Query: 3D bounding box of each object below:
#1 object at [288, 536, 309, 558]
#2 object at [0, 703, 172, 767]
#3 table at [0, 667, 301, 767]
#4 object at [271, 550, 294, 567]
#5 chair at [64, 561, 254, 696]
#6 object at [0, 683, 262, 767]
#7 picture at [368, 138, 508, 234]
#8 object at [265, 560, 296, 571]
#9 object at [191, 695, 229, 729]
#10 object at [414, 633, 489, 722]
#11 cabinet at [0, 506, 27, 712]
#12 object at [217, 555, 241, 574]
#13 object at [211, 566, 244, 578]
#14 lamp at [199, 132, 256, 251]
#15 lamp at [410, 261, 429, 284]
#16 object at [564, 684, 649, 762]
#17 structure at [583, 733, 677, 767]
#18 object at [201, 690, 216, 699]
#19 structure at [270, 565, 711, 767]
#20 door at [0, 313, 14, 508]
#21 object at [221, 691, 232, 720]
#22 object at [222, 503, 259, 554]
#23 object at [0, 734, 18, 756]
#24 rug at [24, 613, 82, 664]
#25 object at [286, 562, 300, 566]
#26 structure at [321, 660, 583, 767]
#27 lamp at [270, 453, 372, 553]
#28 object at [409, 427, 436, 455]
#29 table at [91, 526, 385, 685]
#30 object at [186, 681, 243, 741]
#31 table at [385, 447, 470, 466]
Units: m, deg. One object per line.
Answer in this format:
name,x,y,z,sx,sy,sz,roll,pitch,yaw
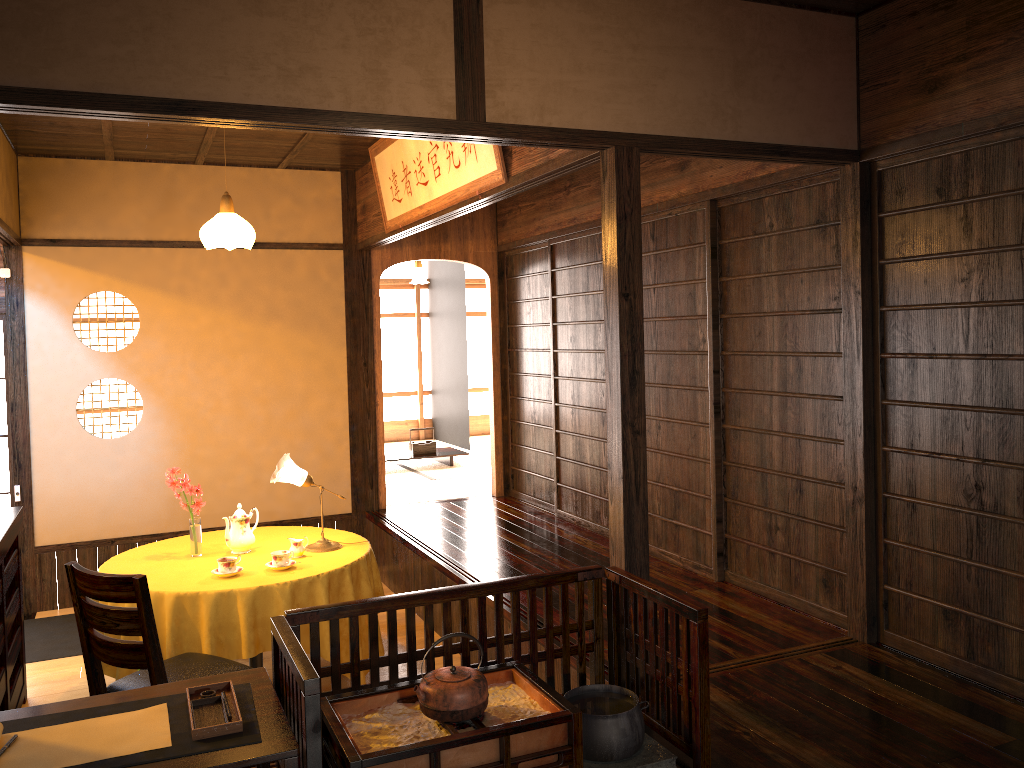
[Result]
object,-1.069,0.810,4.418,0.078,0.098,0.083,0,3,36
object,-1.091,0.880,2.228,0.430,0.038,0.275,-3,4,-23
table,-1.036,1.067,2.270,0.880,0.336,0.600,-3,3,-23
object,-1.091,0.828,4.188,0.090,0.076,0.099,-4,3,-39
chair,-1.347,1.138,3.454,0.491,0.959,0.578,0,2,32
object,-1.048,0.897,2.261,0.761,0.003,0.405,-3,3,-20
picture,-0.486,-1.246,4.980,0.117,0.564,2.045,-2,3,-23
object,-1.093,0.860,4.192,0.144,0.024,0.144,0,4,27
object,-0.795,0.870,2.329,0.082,0.019,0.200,-3,4,-23
object,-0.166,0.810,2.493,0.198,0.216,0.198,-1,2,15
cabinet,-2.247,1.158,3.394,0.489,0.970,2.187,-2,3,-23
object,-1.311,0.839,4.095,0.099,0.076,0.090,-2,3,1
object,-1.315,0.872,4.096,0.144,0.024,0.144,0,4,27
lamp,-1.442,-1.083,4.459,0.249,0.809,0.277,-2,2,-2
lamp,-0.971,-1.436,9.182,0.196,0.797,0.225,-2,2,-16
object,0.280,1.057,2.770,0.266,0.147,0.267,0,3,33
structure,0.285,1.150,2.772,0.330,0.040,0.330,-3,4,-23
object,-0.839,0.864,2.449,0.040,0.021,0.040,0,3,29
structure,-0.074,0.935,2.692,1.197,0.499,0.598,-3,3,-23
door,-4.534,0.592,5.379,2.649,1.999,0.066,-3,2,-23
object,-0.773,0.869,2.397,0.012,0.012,0.180,-3,3,-23
object,-1.387,0.734,4.543,0.163,0.252,0.154,-2,2,-10
object,-1.253,0.900,2.195,0.012,0.010,0.141,-2,3,-8
rug,-2.290,1.516,5.645,2.956,0.005,0.902,-3,4,-23
object,-1.051,0.852,4.162,0.126,0.019,0.029,-3,3,-20
structure,-0.183,1.049,2.488,0.666,0.300,0.453,-3,3,-23
lamp,-0.968,0.940,4.586,0.512,1.202,0.198,-2,2,-23
object,-0.934,0.588,9.221,0.260,0.258,0.150,-3,2,-23
table,-1.369,1.209,4.506,1.445,0.695,1.444,-3,3,-23
object,-0.799,0.869,2.371,0.121,0.028,0.295,-3,4,-23
table,-1.101,0.785,9.150,1.201,0.118,0.600,-3,3,-23
